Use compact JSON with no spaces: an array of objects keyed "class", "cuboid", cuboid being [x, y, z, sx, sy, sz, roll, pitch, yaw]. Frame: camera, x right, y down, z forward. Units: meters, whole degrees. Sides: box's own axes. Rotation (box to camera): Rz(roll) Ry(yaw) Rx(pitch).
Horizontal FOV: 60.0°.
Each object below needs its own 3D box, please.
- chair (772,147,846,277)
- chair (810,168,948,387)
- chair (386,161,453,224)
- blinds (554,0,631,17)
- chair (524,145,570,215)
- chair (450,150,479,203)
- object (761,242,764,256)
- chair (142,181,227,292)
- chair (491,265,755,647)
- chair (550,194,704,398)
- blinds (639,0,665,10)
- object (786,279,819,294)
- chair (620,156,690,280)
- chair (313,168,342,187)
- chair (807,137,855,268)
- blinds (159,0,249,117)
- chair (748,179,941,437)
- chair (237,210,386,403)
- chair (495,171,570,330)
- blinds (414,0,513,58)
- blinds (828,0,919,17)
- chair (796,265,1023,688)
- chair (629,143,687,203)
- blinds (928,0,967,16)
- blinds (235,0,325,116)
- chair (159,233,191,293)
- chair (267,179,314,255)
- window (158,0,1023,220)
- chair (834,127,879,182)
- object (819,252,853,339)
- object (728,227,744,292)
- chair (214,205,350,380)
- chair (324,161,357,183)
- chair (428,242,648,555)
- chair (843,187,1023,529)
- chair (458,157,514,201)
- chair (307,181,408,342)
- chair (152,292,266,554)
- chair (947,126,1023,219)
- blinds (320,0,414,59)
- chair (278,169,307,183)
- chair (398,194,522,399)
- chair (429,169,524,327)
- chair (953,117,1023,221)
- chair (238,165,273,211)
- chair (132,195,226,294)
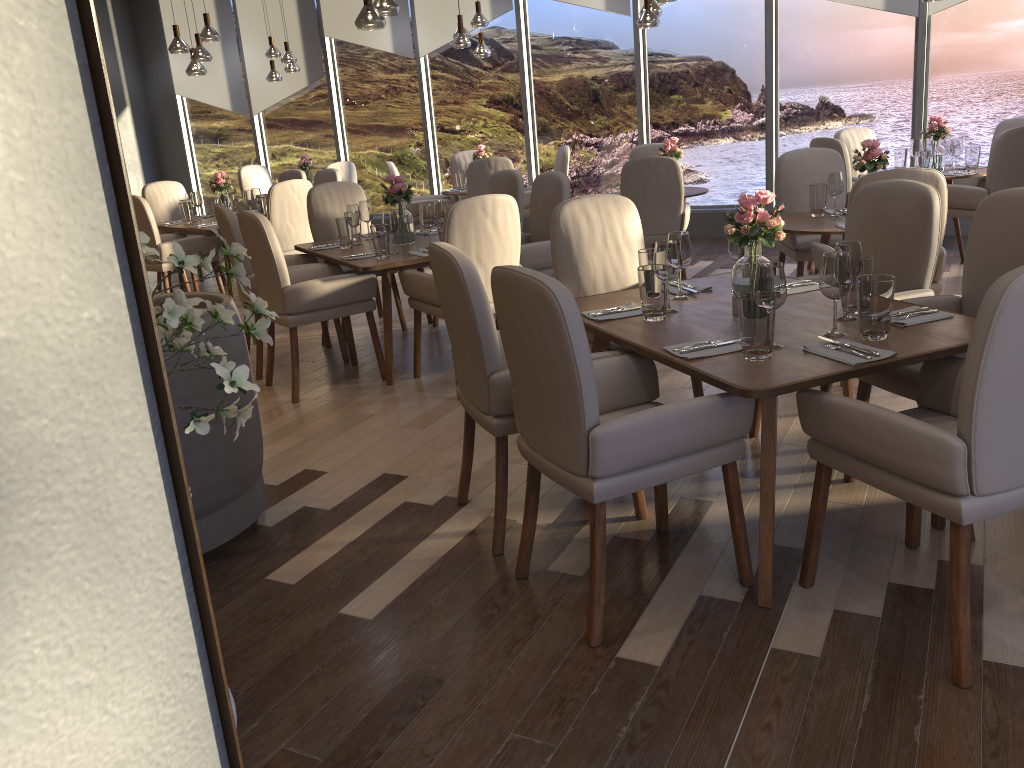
[{"class":"chair","cuboid":[1.863,-0.906,5.372,0.528,0.992,0.605,-4,16,5]},{"class":"chair","cuboid":[1.759,-0.551,4.260,0.528,0.992,0.605,-3,16,5]},{"class":"chair","cuboid":[-0.865,-1.670,8.572,0.600,0.992,0.532,-6,16,-5]},{"class":"blinds","cuboid":[0.504,-4.820,8.372,1.174,2.658,0.007,4,18,28]},{"class":"chair","cuboid":[0.288,-1.793,8.649,0.600,0.992,0.532,-6,16,-5]},{"class":"chair","cuboid":[-0.368,-1.890,9.142,0.528,0.992,0.604,-7,16,-9]},{"class":"object","cuboid":[0.906,-0.465,3.365,0.102,0.177,0.103,-9,16,-12]},{"class":"chair","cuboid":[-3.083,-1.389,8.283,0.531,0.992,0.602,-19,21,-40]},{"class":"chair","cuboid":[0.301,0.120,2.514,0.601,0.992,0.531,-12,18,-24]},{"class":"chair","cuboid":[0.473,-0.275,3.732,0.529,0.992,0.604,-10,17,-17]},{"class":"blinds","cuboid":[1.623,-4.735,7.790,1.174,2.658,0.007,4,18,28]},{"class":"object","cuboid":[1.014,-0.358,3.257,0.255,0.019,0.158,-11,18,-18]},{"class":"chair","cuboid":[1.020,-1.149,6.382,0.528,0.992,0.605,-2,16,10]},{"class":"chair","cuboid":[-1.811,-1.404,7.981,0.603,0.992,0.530,-19,21,-40]},{"class":"chair","cuboid":[2.567,-1.358,6.625,0.600,0.992,0.532,-9,17,-14]},{"class":"blinds","cuboid":[-3.873,-4.604,10.828,1.174,2.658,0.007,4,18,28]},{"class":"chair","cuboid":[1.301,-0.263,3.466,0.601,0.992,0.531,-12,17,-22]},{"class":"chair","cuboid":[-1.092,-0.478,4.815,0.602,0.992,0.531,-15,19,-31]},{"class":"chair","cuboid":[0.054,-0.761,5.404,0.601,0.992,0.531,-12,18,-24]},{"class":"blinds","cuboid":[-0.589,-4.766,8.985,1.174,2.658,0.007,4,18,28]},{"class":"blinds","cuboid":[2.753,-4.368,7.295,1.174,2.658,0.007,4,18,28]},{"class":"chair","cuboid":[1.113,0.132,2.249,0.529,0.992,0.603,-12,17,-22]},{"class":"chair","cuboid":[1.212,-1.508,7.481,0.528,0.992,0.605,-2,16,9]},{"class":"blinds","cuboid":[3.859,-4.284,6.720,1.174,2.658,0.007,4,18,28]},{"class":"blinds","cuboid":[-2.765,-4.520,10.252,1.174,2.658,0.007,4,18,28]},{"class":"chair","cuboid":[-3.144,-1.130,7.470,0.603,0.992,0.530,-19,21,-40]},{"class":"chair","cuboid":[-1.868,-1.141,7.155,0.601,0.992,0.531,9,21,41]},{"class":"window","cuboid":[1.909,-2.246,5.154,8.071,3.172,16.239,-10,18,-16]},{"class":"chair","cuboid":[2.964,-1.591,7.265,0.529,0.992,0.604,-10,17,-17]},{"class":"object","cuboid":[0.943,-0.259,2.584,0.093,0.242,0.092,-18,21,-39]},{"class":"object","cuboid":[0.844,-0.464,3.269,0.092,0.242,0.093,4,18,28]},{"class":"chair","cuboid":[-1.383,-0.602,5.292,0.601,0.992,0.531,-12,18,-24]},{"class":"chair","cuboid":[-1.959,-1.892,9.587,0.601,0.992,0.531,9,21,41]},{"class":"chair","cuboid":[0.073,-0.019,3.022,0.600,0.992,0.532,-10,17,-17]},{"class":"chair","cuboid":[1.508,-0.122,2.954,0.600,0.992,0.532,-10,17,-17]},{"class":"chair","cuboid":[-0.193,-1.559,8.032,0.528,0.992,0.604,-7,16,-8]},{"class":"chair","cuboid":[-1.080,-0.864,6.048,0.529,0.992,0.603,-12,18,-24]},{"class":"chair","cuboid":[-1.199,0.143,3.120,0.598,0.830,0.777,-19,21,-39]},{"class":"chair","cuboid":[3.315,-1.287,6.191,0.529,0.992,0.604,-10,17,-16]},{"class":"blinds","cuboid":[-1.694,-4.850,9.560,1.174,2.658,0.007,4,18,28]},{"class":"chair","cuboid":[-2.214,-1.491,8.372,0.529,0.992,0.603,9,21,41]},{"class":"chair","cuboid":[-0.241,-0.497,4.641,0.530,0.992,0.603,-14,19,-29]},{"class":"chair","cuboid":[-0.216,-0.888,5.888,0.602,0.992,0.531,-14,18,-29]},{"class":"chair","cuboid":[3.689,-1.532,6.875,0.600,0.992,0.532,-9,16,-13]},{"class":"chair","cuboid":[-2.818,-2.058,10.356,0.601,0.992,0.531,9,21,40]},{"class":"chair","cuboid":[-2.724,-1.048,7.092,0.529,0.992,0.603,8,21,39]}]
